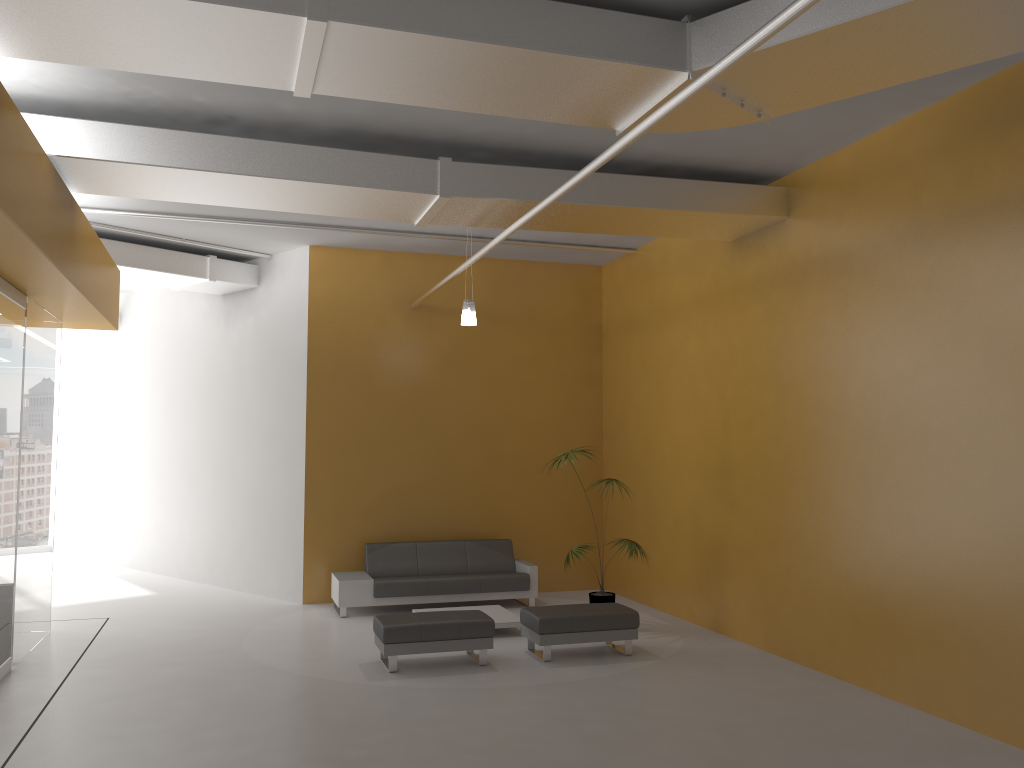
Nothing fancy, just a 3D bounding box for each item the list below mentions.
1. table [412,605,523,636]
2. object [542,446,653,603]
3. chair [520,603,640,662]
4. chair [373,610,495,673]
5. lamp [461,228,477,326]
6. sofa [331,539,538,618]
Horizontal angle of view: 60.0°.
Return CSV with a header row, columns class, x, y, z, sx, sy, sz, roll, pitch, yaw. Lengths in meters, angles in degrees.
class,x,y,z,sx,sy,sz,roll,pitch,yaw
table,-0.476,2.549,9.490,1.000,0.150,1.000,1,-4,-18
object,0.883,1.649,9.521,1.222,1.956,0.912,-2,-4,23
chair,0.637,2.339,8.419,1.012,0.423,0.575,1,-4,-18
chair,-0.712,2.307,8.016,1.012,0.423,0.575,1,-4,-18
lamp,-0.470,-1.256,9.721,0.174,1.227,0.174,-2,-4,24
sofa,-0.941,2.336,10.813,2.400,0.761,0.860,1,-4,-18
